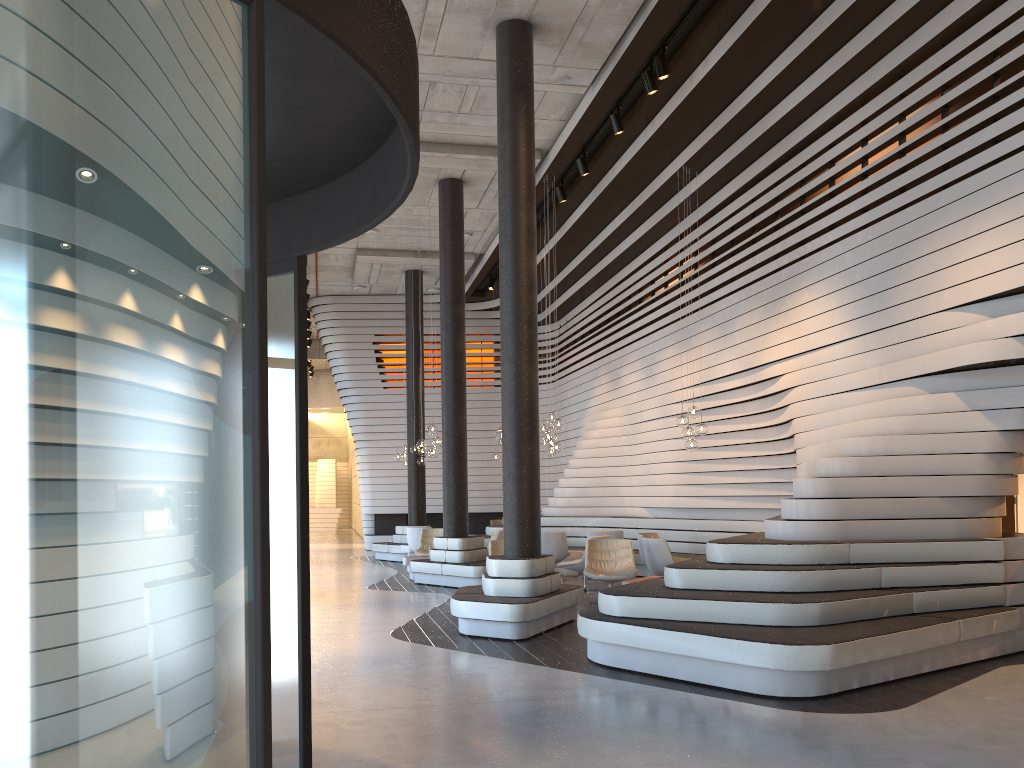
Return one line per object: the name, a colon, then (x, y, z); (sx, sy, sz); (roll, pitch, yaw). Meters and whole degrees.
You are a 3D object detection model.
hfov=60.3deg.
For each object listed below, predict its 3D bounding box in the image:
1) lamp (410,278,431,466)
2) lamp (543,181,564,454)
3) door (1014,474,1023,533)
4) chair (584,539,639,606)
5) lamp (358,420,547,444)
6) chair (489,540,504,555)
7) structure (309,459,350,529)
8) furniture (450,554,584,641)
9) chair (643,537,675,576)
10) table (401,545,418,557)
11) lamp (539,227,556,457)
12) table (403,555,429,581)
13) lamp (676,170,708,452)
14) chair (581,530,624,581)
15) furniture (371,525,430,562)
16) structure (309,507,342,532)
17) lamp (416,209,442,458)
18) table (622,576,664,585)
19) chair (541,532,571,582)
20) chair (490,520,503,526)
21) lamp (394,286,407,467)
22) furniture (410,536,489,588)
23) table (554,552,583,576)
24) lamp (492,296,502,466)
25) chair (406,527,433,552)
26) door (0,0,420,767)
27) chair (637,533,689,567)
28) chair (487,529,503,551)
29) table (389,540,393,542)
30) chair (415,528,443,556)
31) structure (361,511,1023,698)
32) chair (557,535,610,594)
lamp: (-1.743, -0.727, 17.103); (0.277, 4.614, 0.542); (-2, -1, 40)
lamp: (0.559, -1.341, 12.969); (0.309, 4.727, 0.664); (-1, -1, -4)
door: (5.729, 1.375, 9.347); (0.968, 2.099, 0.164); (0, -1, -12)
chair: (1.190, 2.268, 10.633); (0.657, 0.764, 0.714); (-1, -4, 4)
lamp: (2.487, -2.145, 5.279); (9.010, 4.593, 42.299); (0, -7, -12)
chair: (0.034, 2.313, 10.853); (0.655, 0.764, 0.716); (0, -4, -11)
structure: (-9.030, 4.853, 38.561); (4.521, 2.854, 5.868); (0, -6, -12)
furniture: (-0.103, 2.101, 8.943); (1.282, 0.719, 1.773); (-3, -7, 23)
chair: (2.025, 2.324, 11.184); (0.708, 0.764, 0.662); (0, -4, -12)
table: (-1.715, 3.325, 17.177); (0.904, 0.369, 0.416); (0, -4, -4)
lamp: (0.573, -1.091, 14.906); (0.292, 4.660, 0.547); (-1, -1, -17)
table: (-1.314, 2.938, 14.118); (0.902, 0.369, 0.417); (1, -5, -19)
lamp: (2.302, -1.452, 11.625); (0.335, 4.699, 0.529); (-2, -1, 40)
chair: (1.416, 2.642, 13.662); (0.656, 0.764, 0.715); (-1, -4, -5)
furniture: (-2.246, 3.303, 18.335); (1.270, 0.719, 1.789); (1, -6, -16)
structure: (-8.330, 5.551, 36.341); (2.540, 0.893, 7.576); (3, -8, -34)
lamp: (-1.342, -1.108, 14.535); (0.542, 4.660, 0.295); (0, -1, -27)
table: (1.535, 2.360, 9.831); (0.902, 0.369, 0.417); (4, -7, -39)
chair: (0.569, 2.644, 13.574); (0.658, 0.764, 0.713); (-1, -4, 8)
chair: (-0.125, 3.408, 19.623); (0.653, 0.764, 0.717); (2, -5, -39)
lamp: (-2.464, -0.423, 19.906); (0.277, 4.614, 0.542); (-2, -1, 37)
furniture: (-0.574, 2.639, 13.203); (1.270, 0.719, 1.790); (4, -8, -41)
table: (0.826, 2.949, 14.470); (0.910, 0.369, 0.414); (-3, -5, 21)
lamp: (-0.210, -0.489, 19.640); (0.546, 4.660, 0.293); (-1, -1, 13)
chair: (-1.620, 3.030, 16.407); (0.660, 0.764, 0.710); (-3, -4, 25)
door: (-1.882, 0.355, 2.770); (3.199, 2.842, 3.276); (0, -4, -5)
chair: (2.099, 2.451, 12.208); (0.716, 0.764, 0.655); (-3, -4, 32)
chair: (-0.440, 2.751, 14.313); (0.709, 0.764, 0.661); (0, -4, -9)
table: (-2.325, 3.627, 19.529); (0.902, 0.369, 0.418); (3, -6, -34)
chair: (-1.297, 2.842, 14.938); (0.657, 0.764, 0.713); (-1, -4, 6)
structure: (1.318, 2.704, 14.792); (5.755, 0.923, 18.386); (1, -7, -16)
chair: (0.987, 2.446, 12.034); (0.715, 0.764, 0.655); (-3, -4, 28)
